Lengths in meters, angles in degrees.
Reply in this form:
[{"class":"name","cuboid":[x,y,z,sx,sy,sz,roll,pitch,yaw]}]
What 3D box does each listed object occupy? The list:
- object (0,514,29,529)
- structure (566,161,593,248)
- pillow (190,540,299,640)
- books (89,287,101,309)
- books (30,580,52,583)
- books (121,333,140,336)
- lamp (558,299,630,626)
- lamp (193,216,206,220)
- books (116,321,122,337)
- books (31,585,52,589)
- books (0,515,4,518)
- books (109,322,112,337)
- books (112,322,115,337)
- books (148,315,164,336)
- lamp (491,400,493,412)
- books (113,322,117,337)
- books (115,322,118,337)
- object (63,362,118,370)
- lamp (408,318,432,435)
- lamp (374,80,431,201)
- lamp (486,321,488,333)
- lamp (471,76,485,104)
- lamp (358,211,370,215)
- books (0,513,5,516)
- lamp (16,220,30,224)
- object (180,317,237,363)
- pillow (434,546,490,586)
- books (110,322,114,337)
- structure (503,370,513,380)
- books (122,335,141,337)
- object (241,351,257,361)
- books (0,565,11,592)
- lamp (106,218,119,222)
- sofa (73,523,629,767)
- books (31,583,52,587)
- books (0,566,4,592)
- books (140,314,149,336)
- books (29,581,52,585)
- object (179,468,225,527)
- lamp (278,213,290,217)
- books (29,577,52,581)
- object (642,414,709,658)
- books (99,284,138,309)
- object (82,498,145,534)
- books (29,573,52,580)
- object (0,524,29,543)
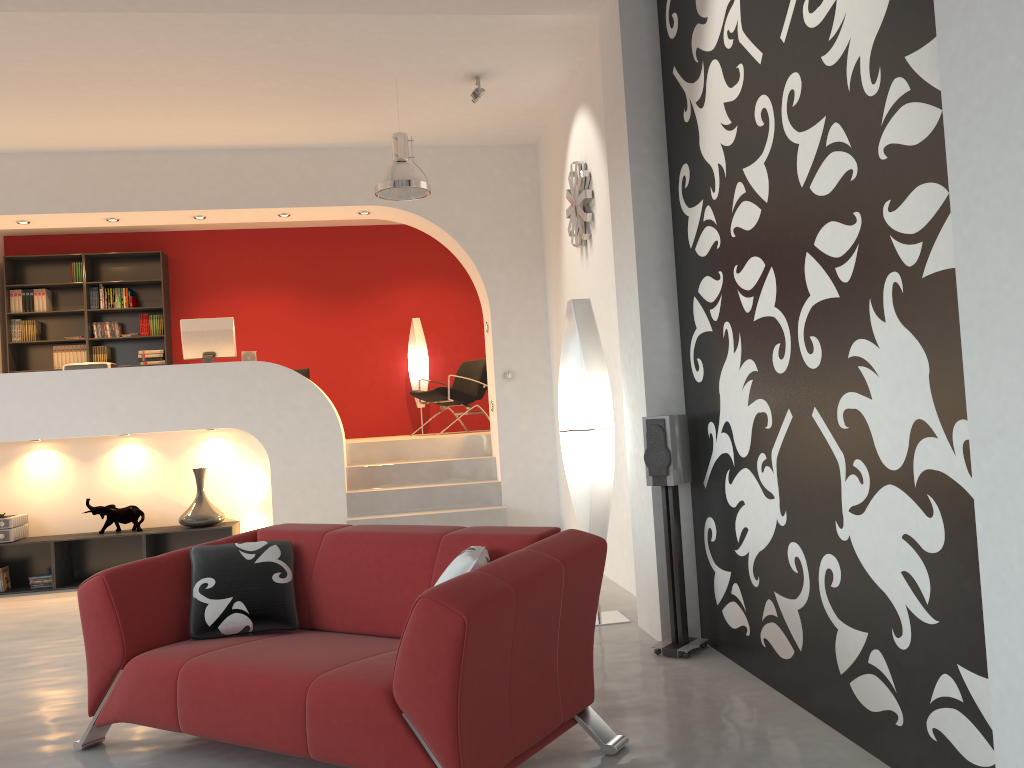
[{"class":"object","cuboid":[-4.204,1.121,7.168,0.430,0.077,0.349,-3,-2,-9]},{"class":"structure","cuboid":[0.456,-1.252,6.195,0.090,0.596,0.596,-3,-2,-9]},{"class":"pillow","cuboid":[-1.058,0.805,3.500,0.402,0.343,0.288,-3,-2,-16]},{"class":"books","cuboid":[-4.624,-0.933,9.873,0.090,0.256,0.181,-3,-2,-9]},{"class":"books","cuboid":[-3.776,1.585,7.184,0.190,0.015,0.135,-3,-2,-9]},{"class":"books","cuboid":[-4.256,-0.546,9.919,0.190,0.015,0.135,-3,-2,-4]},{"class":"lamp","cuboid":[0.430,0.417,4.948,0.313,1.779,0.313,-4,-2,-1]},{"class":"lamp","cuboid":[-2.649,-1.410,7.522,0.105,0.011,0.105,-3,-2,-20]},{"class":"books","cuboid":[-4.381,-0.597,9.902,0.031,0.190,0.135,-3,-2,-9]},{"class":"books","cuboid":[-3.775,1.630,7.183,0.190,0.015,0.135,-3,-2,-14]},{"class":"books","cuboid":[-4.170,1.072,7.143,0.135,0.015,0.190,-3,-2,-29]},{"class":"books","cuboid":[-4.455,-0.593,9.891,0.031,0.190,0.135,-3,-2,-9]},{"class":"books","cuboid":[-4.426,-0.594,9.895,0.031,0.190,0.135,-3,-2,-9]},{"class":"books","cuboid":[-3.978,-0.645,9.956,0.146,0.240,0.170,-3,-2,-9]},{"class":"lamp","cuboid":[-0.177,0.194,7.824,0.011,0.105,0.105,-3,-2,-9]},{"class":"books","cuboid":[-4.411,-0.595,9.897,0.031,0.190,0.135,-3,-2,-9]},{"class":"books","cuboid":[-4.396,-0.596,9.900,0.031,0.190,0.135,-3,-2,-9]},{"class":"object","cuboid":[-3.671,-0.069,7.801,0.397,0.217,0.458,-3,-2,-9]},{"class":"lamp","cuboid":[-1.076,-0.089,10.281,0.237,1.349,0.237,-4,-2,-1]},{"class":"lamp","cuboid":[-0.766,-1.691,6.040,0.379,0.800,0.379,-2,-3,-37]},{"class":"lamp","cuboid":[-0.221,-0.504,7.848,0.011,0.105,0.105,-3,-2,-9]},{"class":"lamp","cuboid":[-0.235,-2.029,6.124,0.112,0.176,0.118,-5,-2,34]},{"class":"lamp","cuboid":[-1.286,-1.489,7.731,0.105,0.011,0.105,-3,-2,-20]},{"class":"books","cuboid":[-4.175,1.058,7.152,0.135,0.015,0.190,-3,-2,-24]},{"class":"lamp","cuboid":[-4.031,-1.331,7.311,0.105,0.011,0.105,-3,-2,-20]},{"class":"object","cuboid":[-2.690,-0.354,7.880,0.458,0.452,0.230,-3,-2,-9]},{"class":"pillow","cuboid":[-0.211,0.733,2.977,0.288,0.343,0.402,-4,-2,-1]},{"class":"books","cuboid":[-4.440,-0.593,9.893,0.031,0.190,0.135,-3,-2,-9]},{"class":"structure","cuboid":[-0.030,-0.074,7.596,0.080,0.080,0.016,-3,-2,-9]},{"class":"books","cuboid":[-4.245,-0.532,9.920,0.190,0.015,0.135,-3,-2,-9]},{"class":"object","cuboid":[-2.363,-0.219,7.974,0.133,0.147,0.151,-3,-2,-25]},{"class":"books","cuboid":[-4.052,1.557,7.093,0.031,0.190,0.135,-3,-2,-9]},{"class":"lamp","cuboid":[-3.340,-1.370,7.417,0.105,0.011,0.105,-3,-2,-20]},{"class":"sofa","cuboid":[-0.639,0.947,3.238,1.929,0.738,0.951,-5,-2,31]},{"class":"books","cuboid":[-3.771,1.615,7.184,0.190,0.015,0.135,-3,-2,-9]},{"class":"books","cuboid":[-4.067,1.558,7.091,0.031,0.190,0.135,-3,-2,-9]},{"class":"books","cuboid":[-4.098,-0.646,9.939,0.090,0.256,0.181,-3,-2,-9]},{"class":"books","cuboid":[-3.781,1.601,7.183,0.190,0.015,0.135,-3,-2,-4]},{"class":"object","cuboid":[-2.599,0.946,7.413,0.369,0.481,0.369,-2,-3,-44]},{"class":"lamp","cuboid":[-1.958,-1.450,7.628,0.105,0.011,0.105,-3,-2,-20]},{"class":"books","cuboid":[-3.780,1.570,7.177,0.190,0.015,0.135,-3,-2,-9]},{"class":"object","cuboid":[0.760,0.704,4.192,0.214,1.112,0.229,-5,-2,36]},{"class":"books","cuboid":[-4.388,-0.962,9.886,0.341,0.286,0.231,-3,-2,-9]},{"class":"object","cuboid":[-3.283,1.079,7.328,0.507,0.296,0.191,-4,-2,7]},{"class":"books","cuboid":[-3.792,1.556,7.183,0.190,0.015,0.135,-3,-2,-14]},{"class":"object","cuboid":[-4.196,1.219,7.157,0.430,0.100,0.365,-3,-2,-9]}]
